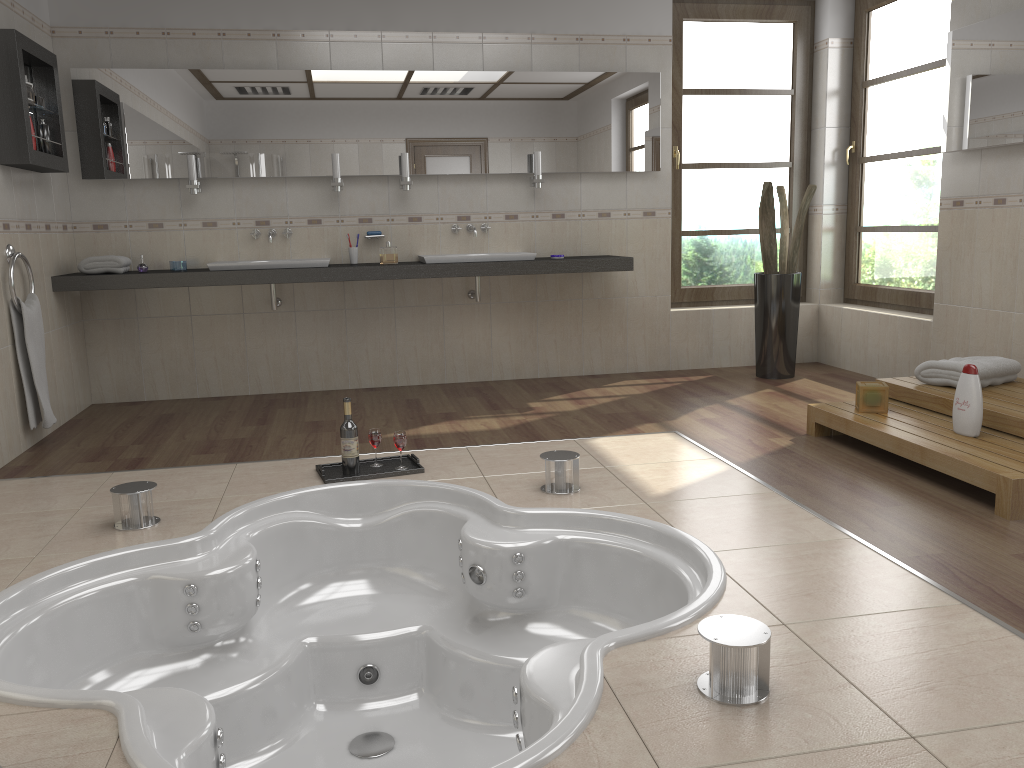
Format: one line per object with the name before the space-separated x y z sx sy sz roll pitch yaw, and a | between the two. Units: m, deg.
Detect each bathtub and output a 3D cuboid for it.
bathtub | -0.403 0.874 2.522 1.754 0.674 1.751 5 12 34

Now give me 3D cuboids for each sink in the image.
sink | -1.394 -0.574 5.178 0.670 0.288 0.403 -3 10 -11
sink | -0.216 -0.644 5.399 0.670 0.288 0.403 -3 10 -11

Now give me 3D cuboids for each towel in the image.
towel | -2.266 -0.667 4.942 0.233 0.099 0.331 -4 10 -16
towel | -2.255 -0.108 4.207 0.101 0.634 0.280 -4 10 -13
towel | 2.081 -0.064 4.052 0.399 0.119 0.280 -7 12 -31

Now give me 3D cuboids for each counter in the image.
counter | -0.906 -0.661 5.214 3.220 0.080 0.510 -3 10 -11

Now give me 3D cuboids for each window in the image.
window | 2.359 -1.447 5.358 0.117 1.934 1.124 -3 10 -11
window | 1.522 -1.533 5.970 0.998 1.934 0.117 -3 10 -11

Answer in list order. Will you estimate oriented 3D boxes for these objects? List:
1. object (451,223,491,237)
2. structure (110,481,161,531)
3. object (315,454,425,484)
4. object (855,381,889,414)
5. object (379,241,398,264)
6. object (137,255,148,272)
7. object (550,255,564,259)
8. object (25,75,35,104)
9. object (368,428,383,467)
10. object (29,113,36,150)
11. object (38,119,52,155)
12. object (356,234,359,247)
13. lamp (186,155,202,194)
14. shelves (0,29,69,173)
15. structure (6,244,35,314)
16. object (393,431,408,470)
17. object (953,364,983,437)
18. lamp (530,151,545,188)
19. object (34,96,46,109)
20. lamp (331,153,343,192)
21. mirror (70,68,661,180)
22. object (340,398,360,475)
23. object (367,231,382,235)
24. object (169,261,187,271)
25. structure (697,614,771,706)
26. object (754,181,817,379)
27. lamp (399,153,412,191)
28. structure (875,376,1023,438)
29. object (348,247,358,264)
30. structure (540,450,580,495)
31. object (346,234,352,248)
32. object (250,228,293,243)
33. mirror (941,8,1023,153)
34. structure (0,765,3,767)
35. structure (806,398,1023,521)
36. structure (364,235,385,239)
object | -0.242 -0.945 5.442 0.245 0.082 0.211 -3 10 -11
structure | -1.292 0.417 3.044 0.150 0.131 0.150 -2 10 -1
object | -0.587 0.339 3.644 0.400 0.040 0.250 -5 11 -20
object | 1.577 0.058 3.887 0.120 0.120 0.120 1 10 14
object | -0.721 -0.768 5.187 0.100 0.130 0.040 -9 12 -35
object | -2.069 -0.675 4.963 0.059 0.094 0.059 -4 10 -16
object | 0.275 -0.775 5.396 0.083 0.020 0.083 -1 10 3
object | -2.292 -1.386 4.175 0.040 0.130 0.100 -2 10 -6
object | -0.566 0.264 3.683 0.055 0.153 0.055 -5 11 -18
object | -2.291 -1.198 4.210 0.044 0.190 0.092 -5 11 -19
object | -2.349 -1.237 4.458 0.050 0.184 0.050 -1 10 0
object | -0.930 -0.804 5.272 0.054 0.175 0.012 1 10 14
lamp | -1.812 -1.188 5.043 0.068 0.215 0.131 -3 10 -11
shelves | -2.331 -1.339 4.280 0.135 0.585 0.608 -3 10 -11
structure | -2.296 -0.485 4.127 0.051 0.332 0.291 -3 10 -11
object | -0.455 0.271 3.628 0.055 0.153 0.055 -5 11 -18
object | 1.751 0.061 3.402 0.063 0.276 0.134 -5 11 -18
lamp | 0.150 -1.304 5.411 0.068 0.215 0.131 -3 10 -11
object | -2.335 -1.374 4.334 0.072 0.053 0.102 -2 10 -6
lamp | -1.027 -1.234 5.191 0.068 0.215 0.131 -3 10 -11
mirror | -0.748 -1.547 5.261 3.430 0.600 0.005 -3 10 -11
object | -0.656 0.208 3.572 0.070 0.307 0.070 -11 14 -44
object | -0.836 -0.913 5.380 0.090 0.027 0.060 -3 10 -8
object | -1.904 -0.675 5.059 0.072 0.053 0.102 -9 12 -35
structure | 0.467 0.579 1.868 0.150 0.131 0.150 8 14 44
object | 1.630 -0.638 5.506 0.343 1.209 0.413 -3 10 -11
lamp | -0.635 -1.257 5.264 0.068 0.215 0.131 -3 10 -11
structure | 2.175 0.186 3.594 0.620 0.220 1.450 -3 10 -11
object | -0.944 -0.763 5.283 0.058 0.100 0.058 -2 10 0
structure | 0.180 0.330 3.319 0.150 0.131 0.150 -3 10 -6
object | -0.959 -0.800 5.250 0.012 0.178 0.050 4 11 28
object | -1.420 -0.876 5.222 0.245 0.082 0.211 -3 10 -11
mirror | 2.454 -1.326 3.536 0.005 0.600 2.200 -3 10 -11
structure | -1.005 0.666 1.592 0.150 0.131 0.150 -5 11 -21
structure | 1.784 0.249 3.522 0.620 0.140 1.280 -3 10 -11
structure | -0.836 -0.897 5.392 0.124 0.034 0.092 -3 10 -11
